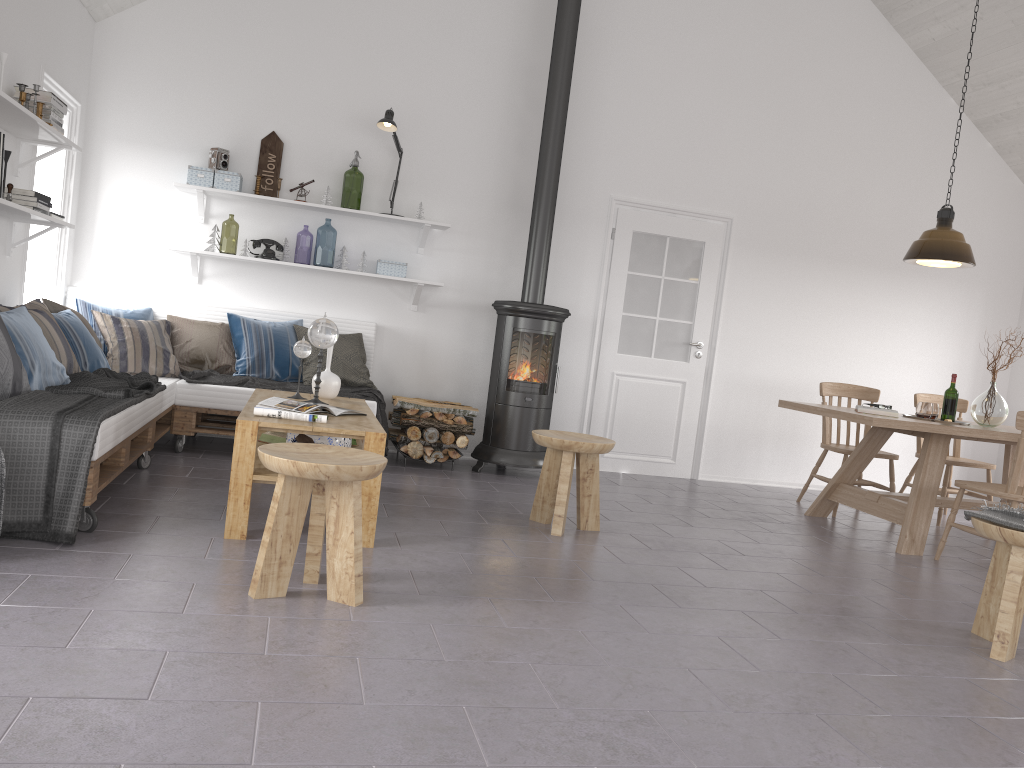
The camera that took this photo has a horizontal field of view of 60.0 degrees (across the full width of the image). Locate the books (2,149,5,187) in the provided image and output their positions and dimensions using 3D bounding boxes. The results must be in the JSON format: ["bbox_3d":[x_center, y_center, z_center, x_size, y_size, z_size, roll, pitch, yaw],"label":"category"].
[{"bbox_3d":[-2.234,-0.894,3.727,0.171,0.219,0.047,6,3,-14],"label":"books"}]

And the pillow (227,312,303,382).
[{"bbox_3d":[-1.591,-0.234,5.833,0.526,0.428,0.311,5,4,-35],"label":"pillow"}]

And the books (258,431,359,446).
[{"bbox_3d":[-1.041,0.269,4.577,0.301,0.079,0.445,9,3,27],"label":"books"}]

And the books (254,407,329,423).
[{"bbox_3d":[-0.947,0.126,3.827,0.300,0.043,0.229,7,3,-10],"label":"books"}]

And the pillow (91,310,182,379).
[{"bbox_3d":[-2.310,-0.228,5.494,0.516,0.392,0.358,4,4,-44],"label":"pillow"}]

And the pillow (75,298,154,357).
[{"bbox_3d":[-2.520,-0.304,5.693,0.534,0.437,0.287,4,4,-41],"label":"pillow"}]

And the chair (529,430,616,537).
[{"bbox_3d":[0.286,0.505,4.549,0.431,0.479,0.431,6,3,-17],"label":"chair"}]

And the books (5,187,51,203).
[{"bbox_3d":[-2.386,-0.924,4.318,0.190,0.028,0.239,6,3,-12],"label":"books"}]

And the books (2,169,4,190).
[{"bbox_3d":[-2.242,-0.879,3.754,0.152,0.185,0.045,6,3,-14],"label":"books"}]

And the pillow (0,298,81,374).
[{"bbox_3d":[-2.342,-0.198,4.345,0.316,0.438,0.546,7,3,-1],"label":"pillow"}]

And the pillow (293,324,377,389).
[{"bbox_3d":[-1.184,-0.167,5.950,0.519,0.395,0.334,5,4,-36],"label":"pillow"}]

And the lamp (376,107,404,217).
[{"bbox_3d":[-0.815,-1.501,6.050,0.196,0.703,0.439,7,3,6],"label":"lamp"}]

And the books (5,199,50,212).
[{"bbox_3d":[-2.386,-0.876,4.323,0.191,0.023,0.242,6,3,-16],"label":"books"}]

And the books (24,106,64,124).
[{"bbox_3d":[-2.383,-1.359,4.483,0.161,0.026,0.223,6,3,-14],"label":"books"}]

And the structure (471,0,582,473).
[{"bbox_3d":[0.266,-1.809,6.141,0.643,4.887,0.626,5,4,-37],"label":"structure"}]

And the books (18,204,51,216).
[{"bbox_3d":[-2.398,-0.850,4.331,0.191,0.032,0.258,6,3,-12],"label":"books"}]

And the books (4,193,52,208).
[{"bbox_3d":[-2.394,-0.900,4.328,0.212,0.023,0.258,6,3,-14],"label":"books"}]

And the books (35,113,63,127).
[{"bbox_3d":[-2.379,-1.332,4.469,0.152,0.024,0.238,6,3,-14],"label":"books"}]

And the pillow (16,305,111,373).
[{"bbox_3d":[-2.387,-0.195,4.789,0.341,0.408,0.523,7,3,2],"label":"pillow"}]

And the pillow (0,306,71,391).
[{"bbox_3d":[-2.228,-0.143,3.984,0.331,0.401,0.525,7,3,5],"label":"pillow"}]

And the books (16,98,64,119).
[{"bbox_3d":[-2.369,-1.383,4.457,0.161,0.027,0.223,6,3,-14],"label":"books"}]

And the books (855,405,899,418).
[{"bbox_3d":[2.224,0.164,5.416,0.231,0.040,0.342,8,3,18],"label":"books"}]

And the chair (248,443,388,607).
[{"bbox_3d":[-0.665,0.472,3.009,0.431,0.479,0.431,6,3,-16],"label":"chair"}]

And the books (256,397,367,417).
[{"bbox_3d":[-0.928,0.105,4.136,0.300,0.049,0.422,9,4,31],"label":"books"}]

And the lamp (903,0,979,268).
[{"bbox_3d":[2.777,-1.967,5.391,0.410,2.502,0.410,7,3,-9],"label":"lamp"}]

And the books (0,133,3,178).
[{"bbox_3d":[-2.231,-0.918,3.675,0.200,0.272,0.054,6,3,-14],"label":"books"}]

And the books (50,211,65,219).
[{"bbox_3d":[-2.461,-0.889,4.593,0.202,0.012,0.251,6,3,-12],"label":"books"}]

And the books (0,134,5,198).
[{"bbox_3d":[-2.238,-0.920,3.697,0.210,0.274,0.048,6,3,-14],"label":"books"}]

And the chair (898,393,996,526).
[{"bbox_3d":[3.187,0.545,6.455,0.506,0.902,0.519,6,3,-14],"label":"chair"}]

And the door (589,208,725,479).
[{"bbox_3d":[1.095,-0.287,6.844,0.902,2.013,0.101,6,3,-14],"label":"door"}]

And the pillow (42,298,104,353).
[{"bbox_3d":[-2.544,-0.265,5.172,0.334,0.438,0.545,7,3,-8],"label":"pillow"}]

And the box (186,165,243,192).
[{"bbox_3d":[-1.984,-1.354,5.935,0.332,0.131,0.242,6,3,-13],"label":"box"}]

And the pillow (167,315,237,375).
[{"bbox_3d":[-1.994,-0.226,5.751,0.521,0.381,0.366,6,3,-17],"label":"pillow"}]

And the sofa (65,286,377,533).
[{"bbox_3d":[-1.678,0.031,4.754,2.017,0.932,2.855,6,3,-14],"label":"sofa"}]

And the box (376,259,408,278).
[{"bbox_3d":[-0.845,-0.803,6.216,0.202,0.110,0.137,6,3,-13],"label":"box"}]

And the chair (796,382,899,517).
[{"bbox_3d":[2.422,0.461,6.269,0.506,0.902,0.519,7,3,-9],"label":"chair"}]

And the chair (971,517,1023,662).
[{"bbox_3d":[1.935,0.775,3.343,0.431,0.479,0.431,7,3,3],"label":"chair"}]

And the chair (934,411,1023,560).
[{"bbox_3d":[2.695,0.579,4.738,0.506,0.902,0.519,6,3,-14],"label":"chair"}]

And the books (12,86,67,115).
[{"bbox_3d":[-2.371,-1.424,4.465,0.176,0.053,0.290,6,3,-14],"label":"books"}]

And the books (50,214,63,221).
[{"bbox_3d":[-2.455,-0.876,4.593,0.187,0.014,0.248,6,3,-15],"label":"books"}]

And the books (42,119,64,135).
[{"bbox_3d":[-2.379,-1.304,4.466,0.172,0.032,0.239,6,3,-14],"label":"books"}]
